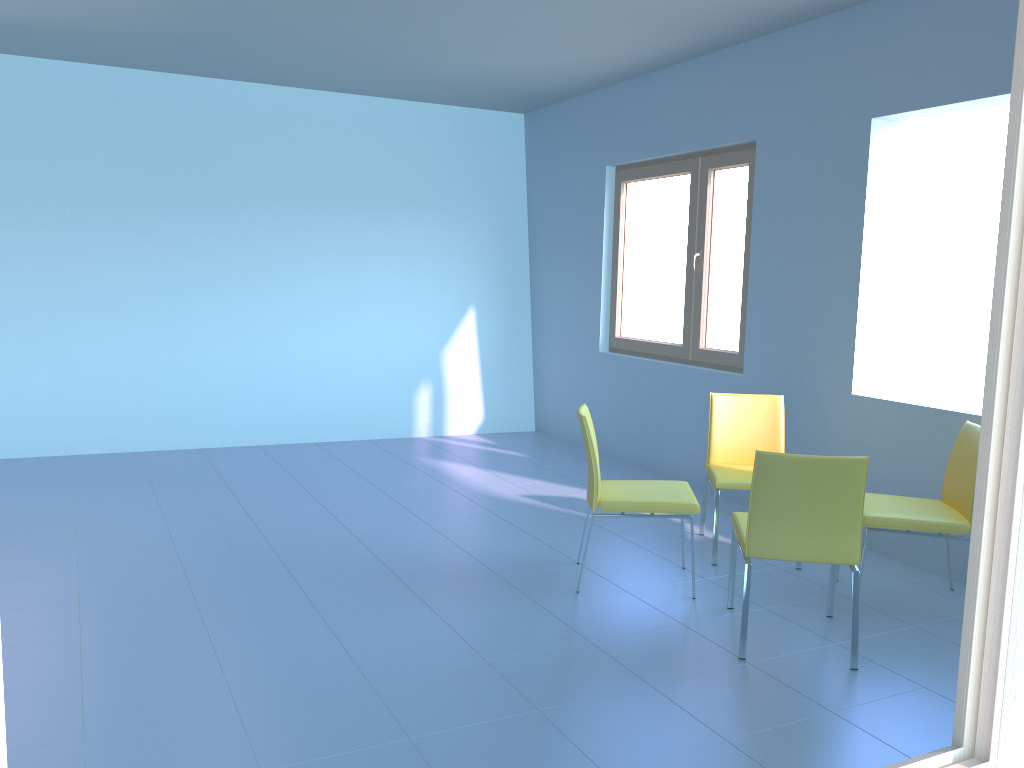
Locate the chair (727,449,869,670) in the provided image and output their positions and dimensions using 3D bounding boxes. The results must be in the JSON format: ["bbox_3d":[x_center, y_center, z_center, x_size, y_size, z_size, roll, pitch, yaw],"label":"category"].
[{"bbox_3d":[0.972,0.537,3.046,0.387,0.699,0.484,3,7,9],"label":"chair"}]

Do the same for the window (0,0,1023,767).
[{"bbox_3d":[-0.142,-0.169,0.441,1.475,1.263,0.142,-2,8,-26],"label":"window"}]

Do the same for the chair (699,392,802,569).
[{"bbox_3d":[1.087,0.416,4.034,0.387,0.695,0.484,2,7,4],"label":"chair"}]

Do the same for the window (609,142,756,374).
[{"bbox_3d":[1.017,-0.763,5.464,0.142,1.263,1.475,-2,8,-26],"label":"window"}]

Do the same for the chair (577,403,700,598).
[{"bbox_3d":[0.496,0.454,3.605,0.484,0.695,0.387,2,7,4],"label":"chair"}]

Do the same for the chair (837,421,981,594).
[{"bbox_3d":[1.564,0.501,3.440,0.484,0.695,0.387,3,7,9],"label":"chair"}]
